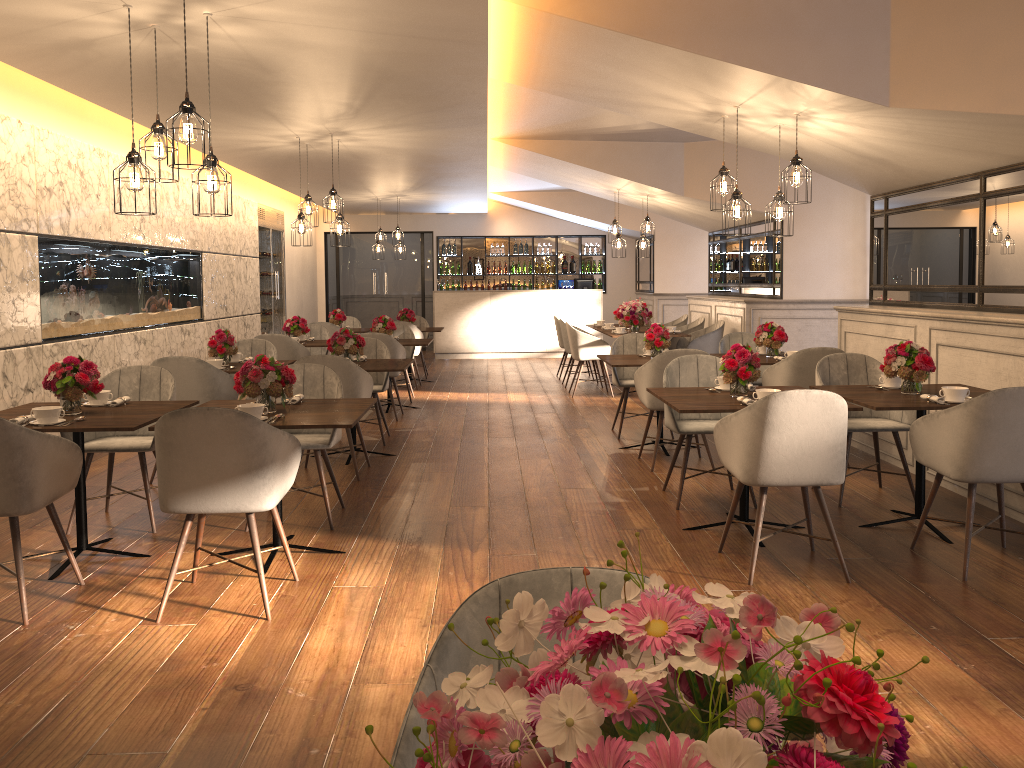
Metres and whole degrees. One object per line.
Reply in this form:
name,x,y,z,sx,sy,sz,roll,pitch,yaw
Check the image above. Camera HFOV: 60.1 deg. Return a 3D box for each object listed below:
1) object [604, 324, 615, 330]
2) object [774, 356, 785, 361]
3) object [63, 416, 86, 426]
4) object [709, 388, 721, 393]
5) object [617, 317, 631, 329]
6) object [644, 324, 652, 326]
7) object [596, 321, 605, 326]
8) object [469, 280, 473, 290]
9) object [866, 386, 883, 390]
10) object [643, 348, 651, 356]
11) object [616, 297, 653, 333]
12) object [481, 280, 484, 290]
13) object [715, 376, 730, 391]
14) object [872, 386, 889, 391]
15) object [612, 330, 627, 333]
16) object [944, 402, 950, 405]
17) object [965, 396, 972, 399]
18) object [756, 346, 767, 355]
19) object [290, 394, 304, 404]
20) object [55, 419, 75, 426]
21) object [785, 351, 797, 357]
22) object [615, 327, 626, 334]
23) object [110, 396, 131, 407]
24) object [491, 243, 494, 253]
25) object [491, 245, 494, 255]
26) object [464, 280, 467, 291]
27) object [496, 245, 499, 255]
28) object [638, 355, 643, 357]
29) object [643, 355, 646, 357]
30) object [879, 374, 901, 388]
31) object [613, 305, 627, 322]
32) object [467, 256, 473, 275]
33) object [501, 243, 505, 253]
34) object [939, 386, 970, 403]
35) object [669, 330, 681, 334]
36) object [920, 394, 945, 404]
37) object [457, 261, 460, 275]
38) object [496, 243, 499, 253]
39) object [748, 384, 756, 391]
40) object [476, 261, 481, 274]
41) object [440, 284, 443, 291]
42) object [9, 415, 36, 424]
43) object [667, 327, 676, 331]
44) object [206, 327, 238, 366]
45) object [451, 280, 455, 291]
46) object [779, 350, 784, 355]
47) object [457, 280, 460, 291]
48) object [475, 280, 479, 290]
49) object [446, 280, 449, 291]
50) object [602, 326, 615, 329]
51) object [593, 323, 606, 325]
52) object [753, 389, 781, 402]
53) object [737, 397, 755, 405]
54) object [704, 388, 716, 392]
object,1.251,-0.736,11.355,0.148,0.072,0.148,5,8,41
object,2.045,-0.194,6.759,0.056,0.039,0.176,-1,6,-2
object,-2.006,0.170,4.048,0.043,0.015,0.198,0,7,2
object,1.149,0.036,4.999,0.022,0.004,0.212,-1,7,-2
object,1.480,-0.864,11.449,0.234,0.300,0.306,1,5,18
object,1.837,-0.821,12.188,0.175,0.039,0.056,-1,6,-2
object,1.226,-0.839,12.248,0.148,0.072,0.148,5,8,41
object,-0.799,-1.908,17.312,0.065,0.260,0.066,-2,4,-23
object,2.066,0.017,5.031,0.043,0.015,0.198,0,7,2
object,1.161,-0.270,7.342,0.148,0.072,0.148,-5,7,-34
object,1.461,-0.822,10.545,0.420,0.424,0.407,-2,5,-13
object,-0.578,-1.911,17.318,0.065,0.260,0.066,-2,4,-23
object,1.226,-0.003,5.025,0.148,0.072,0.148,-5,7,-34
object,2.094,0.024,5.025,0.022,0.004,0.212,-1,7,-2
object,1.274,-0.625,10.539,0.175,0.039,0.056,-1,6,-2
object,2.144,0.079,4.453,0.025,0.024,0.193,-1,7,-2
object,2.336,0.080,4.469,0.043,0.015,0.198,-1,7,-5
object,2.106,-0.282,7.368,0.148,0.072,0.148,-5,7,-34
object,-1.132,0.079,4.660,0.056,0.039,0.176,-1,6,-2
object,-2.034,0.175,4.054,0.022,0.004,0.212,-1,7,-2
object,2.159,-0.213,6.761,0.148,0.072,0.148,-5,7,-34
object,1.277,-0.628,10.424,0.148,0.072,0.148,5,8,41
object,-2.050,0.091,4.635,0.056,0.039,0.176,-1,6,-2
object,-0.381,-2.640,17.251,0.069,0.208,0.040,-1,3,-2
object,-0.381,-2.604,17.253,0.070,0.189,0.041,-1,3,-2
object,-0.909,-1.907,17.309,0.065,0.260,0.066,-2,4,-23
object,-0.280,-2.605,17.256,0.070,0.189,0.041,-1,3,-2
object,1.057,-0.238,7.321,0.043,0.015,0.198,0,7,2
object,1.084,-0.232,7.316,0.022,0.004,0.212,-1,7,-2
object,2.171,-0.015,5.051,0.148,0.072,0.148,-5,7,-34
object,1.530,-0.962,12.266,0.306,0.300,0.234,-5,7,-44
object,-0.819,-2.317,17.292,0.104,0.358,0.104,-3,4,-30
object,-0.180,-2.642,17.256,0.069,0.208,0.040,-1,3,-2
object,2.224,0.055,4.445,0.148,0.072,0.148,-5,7,-34
object,1.888,-0.610,10.364,0.175,0.039,0.056,-1,6,-2
object,2.110,0.073,4.442,0.056,0.039,0.176,-1,6,-2
object,-1.046,-2.266,17.285,0.065,0.260,0.066,-2,4,-23
object,-0.281,-2.641,17.254,0.069,0.208,0.040,-1,3,-2
object,1.340,0.013,5.030,0.056,0.039,0.176,-1,6,-2
object,-0.652,-2.279,17.293,0.108,0.281,0.108,3,5,44
object,-1.374,-1.901,17.297,0.065,0.260,0.066,-2,4,-23
object,-2.225,0.163,4.021,0.056,0.039,0.176,-1,6,-2
object,1.885,-0.640,10.476,0.148,0.072,0.148,5,8,41
object,-2.228,-0.290,6.794,0.234,0.300,0.306,-1,5,0
object,-1.153,-1.904,17.303,0.065,0.260,0.066,-2,4,-23
object,2.220,-0.267,7.372,0.056,0.039,0.176,-1,6,-2
object,-1.043,-1.905,17.306,0.065,0.260,0.066,-2,4,-23
object,-0.688,-1.909,17.315,0.065,0.260,0.066,-2,4,-23
object,-1.264,-1.902,17.300,0.065,0.260,0.066,-2,4,-23
object,1.248,-0.732,11.469,0.175,0.039,0.056,-1,6,-2
object,1.223,-0.835,12.363,0.175,0.039,0.056,-1,6,-2
object,1.279,0.067,4.419,0.148,0.072,0.148,-5,7,-34
object,1.165,0.085,4.417,0.056,0.039,0.176,-1,6,-2
object,1.121,0.029,5.005,0.043,0.015,0.198,0,7,2
